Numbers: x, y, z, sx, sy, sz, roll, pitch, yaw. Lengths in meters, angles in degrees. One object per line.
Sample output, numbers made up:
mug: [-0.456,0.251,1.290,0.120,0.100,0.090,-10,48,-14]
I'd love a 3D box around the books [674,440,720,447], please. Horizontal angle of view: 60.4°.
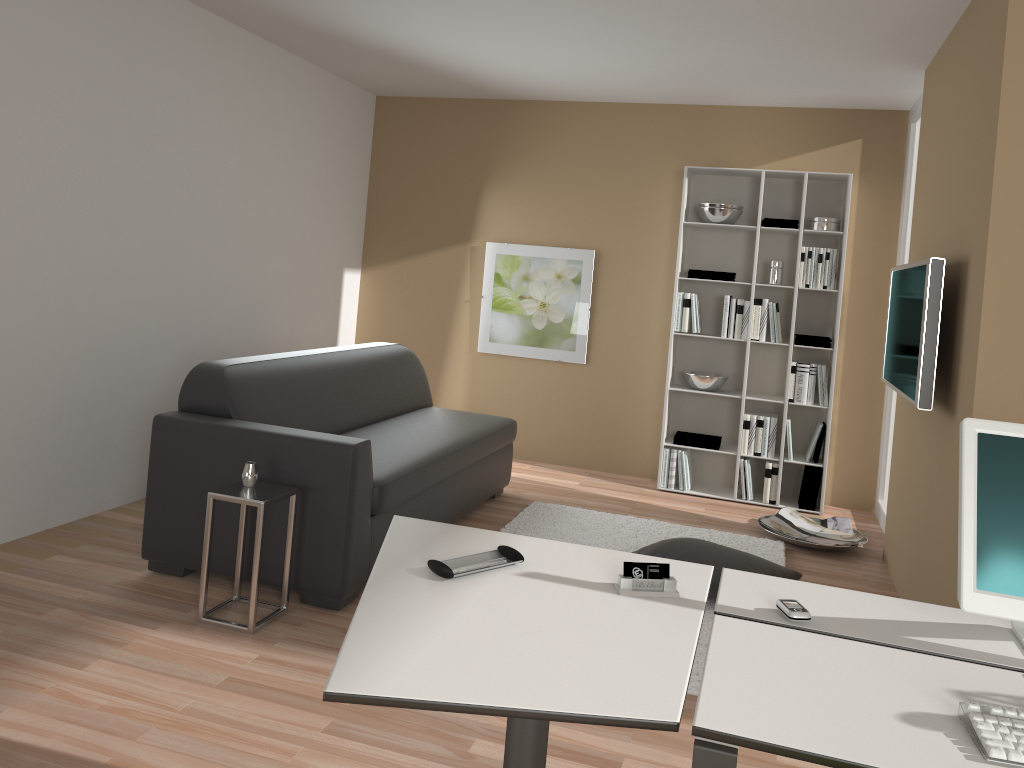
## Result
books: [1.238,0.381,5.870,0.298,0.006,0.211,7,7,16]

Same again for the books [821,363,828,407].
books: [2.000,0.003,5.639,0.060,0.259,0.208,5,3,16]

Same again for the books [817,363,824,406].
books: [1.976,0.000,5.647,0.060,0.259,0.208,5,3,17]

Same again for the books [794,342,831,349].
books: [1.944,-0.252,5.703,0.211,0.007,0.298,7,7,16]

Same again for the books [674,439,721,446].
books: [1.239,0.376,5.870,0.298,0.006,0.211,7,7,16]

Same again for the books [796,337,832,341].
books: [1.952,-0.295,5.700,0.211,0.008,0.298,7,7,16]

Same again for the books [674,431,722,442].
books: [1.244,0.349,5.869,0.298,0.006,0.211,7,7,16]

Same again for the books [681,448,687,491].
books: [1.157,0.560,5.861,0.058,0.257,0.208,5,3,16]

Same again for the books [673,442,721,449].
books: [1.236,0.392,5.871,0.298,0.006,0.211,7,7,16]

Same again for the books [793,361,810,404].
books: [1.865,-0.013,5.670,0.076,0.258,0.208,5,3,17]

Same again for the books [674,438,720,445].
books: [1.240,0.364,5.874,0.298,0.008,0.211,7,7,16]

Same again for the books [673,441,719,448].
books: [1.234,0.386,5.871,0.298,0.007,0.211,7,7,15]

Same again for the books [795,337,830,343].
books: [1.946,-0.285,5.702,0.211,0.006,0.298,7,7,17]

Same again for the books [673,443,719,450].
books: [1.235,0.398,5.871,0.298,0.006,0.211,7,7,16]

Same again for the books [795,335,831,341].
books: [1.947,-0.301,5.698,0.211,0.007,0.298,7,7,16]

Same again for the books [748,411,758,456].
books: [1.574,0.320,5.754,0.040,0.258,0.208,5,3,16]

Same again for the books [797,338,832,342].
books: [1.951,-0.290,5.700,0.211,0.008,0.298,7,7,16]

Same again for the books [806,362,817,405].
books: [1.928,-0.006,5.666,0.040,0.258,0.208,5,3,16]

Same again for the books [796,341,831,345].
books: [1.946,-0.274,5.700,0.211,0.006,0.298,7,7,16]

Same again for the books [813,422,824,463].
books: [1.971,0.375,5.661,0.043,0.237,0.211,5,3,17]

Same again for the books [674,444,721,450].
books: [1.234,0.403,5.870,0.298,0.007,0.211,7,7,16]

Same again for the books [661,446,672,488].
books: [1.041,0.545,5.904,0.040,0.258,0.208,5,3,16]

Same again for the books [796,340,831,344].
books: [1.947,-0.279,5.700,0.211,0.006,0.298,7,7,16]

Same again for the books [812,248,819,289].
books: [1.952,-0.743,5.666,0.020,0.258,0.208,5,3,16]

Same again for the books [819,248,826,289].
books: [1.994,-0.738,5.655,0.020,0.258,0.208,5,3,16]

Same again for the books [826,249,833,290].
books: [2.034,-0.733,5.642,0.020,0.258,0.208,5,3,16]

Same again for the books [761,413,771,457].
books: [1.652,0.330,5.729,0.040,0.258,0.208,5,3,16]

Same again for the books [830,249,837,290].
books: [2.054,-0.731,5.636,0.020,0.258,0.208,5,3,16]

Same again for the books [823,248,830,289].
books: [2.013,-0.735,5.647,0.020,0.258,0.208,5,3,16]

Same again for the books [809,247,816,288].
books: [1.932,-0.746,5.673,0.020,0.258,0.208,5,3,16]

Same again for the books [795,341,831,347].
books: [1.946,-0.263,5.701,0.211,0.006,0.298,7,7,16]

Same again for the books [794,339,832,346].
books: [1.947,-0.269,5.703,0.211,0.007,0.298,7,7,14]

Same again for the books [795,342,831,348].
books: [1.945,-0.257,5.701,0.211,0.006,0.298,7,7,16]

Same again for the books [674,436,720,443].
books: [1.242,0.354,5.868,0.298,0.007,0.211,7,7,16]

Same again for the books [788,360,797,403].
books: [1.807,-0.020,5.692,0.040,0.258,0.208,5,3,16]

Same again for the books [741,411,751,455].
books: [1.532,0.316,5.759,0.040,0.258,0.208,5,3,16]

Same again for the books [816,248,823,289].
books: [1.972,-0.740,5.655,0.020,0.258,0.208,5,3,16]

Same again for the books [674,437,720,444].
books: [1.240,0.359,5.874,0.298,0.008,0.211,7,7,16]

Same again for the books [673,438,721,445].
books: [1.237,0.370,5.869,0.298,0.006,0.211,7,7,18]

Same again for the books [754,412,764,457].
books: [1.613,0.326,5.740,0.040,0.258,0.208,5,3,16]

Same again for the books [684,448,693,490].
books: [1.178,0.559,5.872,0.058,0.257,0.208,5,3,16]

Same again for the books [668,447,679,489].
books: [1.084,0.551,5.886,0.040,0.258,0.208,5,3,16]

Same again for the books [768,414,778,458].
books: [1.693,0.335,5.717,0.040,0.258,0.208,5,3,16]

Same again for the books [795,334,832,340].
books: [1.948,-0.306,5.697,0.211,0.006,0.298,7,7,16]

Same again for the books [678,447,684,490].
books: [1.133,0.555,5.873,0.060,0.259,0.208,5,3,16]
